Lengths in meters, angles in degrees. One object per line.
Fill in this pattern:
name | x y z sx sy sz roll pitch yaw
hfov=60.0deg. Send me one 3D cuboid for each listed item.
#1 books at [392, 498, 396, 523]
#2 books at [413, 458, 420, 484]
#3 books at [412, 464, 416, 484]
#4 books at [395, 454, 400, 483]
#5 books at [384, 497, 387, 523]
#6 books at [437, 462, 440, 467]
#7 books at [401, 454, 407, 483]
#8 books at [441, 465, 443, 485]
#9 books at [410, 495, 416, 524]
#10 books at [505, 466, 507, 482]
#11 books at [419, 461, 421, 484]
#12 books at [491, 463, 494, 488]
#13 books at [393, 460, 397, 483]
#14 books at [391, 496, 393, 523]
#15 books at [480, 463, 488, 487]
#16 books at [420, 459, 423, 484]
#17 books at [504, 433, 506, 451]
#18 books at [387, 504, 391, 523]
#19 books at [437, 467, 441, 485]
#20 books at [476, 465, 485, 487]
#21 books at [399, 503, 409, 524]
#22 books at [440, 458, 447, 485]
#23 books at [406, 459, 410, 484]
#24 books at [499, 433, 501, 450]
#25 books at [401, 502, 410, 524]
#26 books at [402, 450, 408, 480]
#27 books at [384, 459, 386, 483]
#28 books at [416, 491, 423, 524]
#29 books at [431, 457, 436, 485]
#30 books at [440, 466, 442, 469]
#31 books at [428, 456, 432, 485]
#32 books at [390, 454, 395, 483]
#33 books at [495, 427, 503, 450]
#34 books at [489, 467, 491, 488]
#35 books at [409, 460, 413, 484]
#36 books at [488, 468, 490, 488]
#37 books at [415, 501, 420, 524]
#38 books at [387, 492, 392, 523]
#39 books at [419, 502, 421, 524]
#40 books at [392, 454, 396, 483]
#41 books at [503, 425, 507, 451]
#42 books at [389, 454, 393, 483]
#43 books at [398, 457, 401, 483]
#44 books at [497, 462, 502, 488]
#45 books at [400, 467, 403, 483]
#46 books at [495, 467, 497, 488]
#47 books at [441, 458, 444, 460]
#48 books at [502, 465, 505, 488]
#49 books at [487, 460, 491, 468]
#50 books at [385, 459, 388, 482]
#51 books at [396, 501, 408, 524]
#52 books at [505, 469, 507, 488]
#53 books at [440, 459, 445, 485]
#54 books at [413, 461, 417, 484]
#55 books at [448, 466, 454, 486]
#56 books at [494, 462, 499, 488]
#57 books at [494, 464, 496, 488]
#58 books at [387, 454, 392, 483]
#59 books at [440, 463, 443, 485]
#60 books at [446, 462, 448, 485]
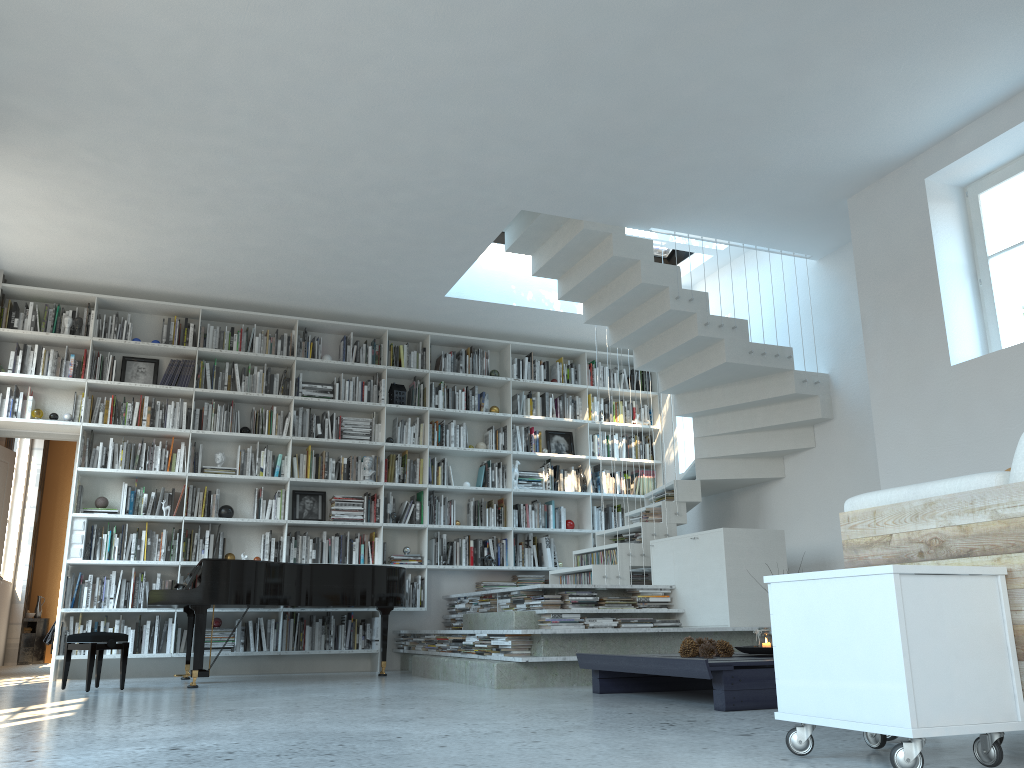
books | -1.112 1.195 8.228 0.035 0.247 0.141 5 -16 -21
books | -0.911 0.848 8.392 0.032 0.265 0.143 5 -16 -21
books | -0.951 0.870 8.353 0.034 0.203 0.181 5 -16 -21
books | -1.087 0.816 8.320 0.019 0.293 0.164 5 -16 -21
books | -1.188 1.184 8.194 0.028 0.252 0.143 5 -16 -21
books | -0.713 0.879 8.467 0.008 0.242 0.169 5 -16 -21
books | -1.022 0.819 8.331 0.019 0.292 0.182 5 -16 -21
books | -0.690 0.894 8.464 0.007 0.211 0.158 5 -16 -21
books | -0.930 1.193 8.299 0.013 0.285 0.139 5 -16 -21
books | -0.076 0.936 8.706 0.010 0.245 0.159 5 -16 -21
books | -0.899 0.863 8.409 0.019 0.247 0.149 5 -16 -21
books | -0.210 0.915 8.660 0.018 0.262 0.165 5 -16 -21
books | -1.104 0.845 8.309 0.015 0.231 0.180 5 -16 -21
books | -1.134 1.184 8.222 0.012 0.265 0.158 5 -16 -21
books | -0.272 0.910 8.640 0.021 0.263 0.174 5 -16 -21
books | -0.880 0.854 8.417 0.033 0.268 0.142 5 -16 -21
books | -0.094 0.599 8.790 0.012 0.205 0.170 5 -16 -21
books | -1.154 1.210 8.178 0.027 0.191 0.183 5 -16 -21
books | -0.715 0.895 8.432 0.017 0.191 0.192 5 -16 -21
books | -0.309 0.921 8.629 0.056 0.240 0.154 5 -16 -21
books | -1.026 1.217 8.233 0.089 0.209 0.176 5 -16 -21
books | -0.658 0.863 8.495 0.013 0.286 0.159 5 -16 -21
books | -1.002 0.847 8.357 0.033 0.252 0.175 5 -16 -21
books | -0.146 0.598 8.777 0.013 0.201 0.174 5 -16 -21
books | -1.019 1.216 8.259 0.095 0.225 0.144 5 -16 -21
books | -1.018 0.803 8.358 0.021 0.336 0.169 5 -16 -21
books | -1.205 0.834 8.285 0.014 0.243 0.145 5 -16 -21
books | -0.866 1.176 8.316 0.014 0.324 0.183 5 -16 -21
books | -0.756 0.850 8.430 0.013 0.278 0.192 5 -16 -21
books | -0.703 0.896 8.467 0.014 0.208 0.157 5 -16 -21
books | -0.803 0.846 8.429 0.035 0.287 0.192 5 -16 -21
books | -1.132 0.812 8.299 0.035 0.292 0.145 5 -16 -21
books | -0.129 0.570 8.780 0.016 0.256 0.176 5 -16 -21
books | -0.241 0.933 8.640 0.013 0.218 0.187 5 -16 -21
books | -0.971 0.848 8.342 0.027 0.241 0.189 5 -16 -21
books | -0.250 0.936 8.635 0.006 0.209 0.188 5 -16 -21
books | -0.902 1.219 8.280 0.029 0.222 0.171 5 -16 -21
books | -1.142 1.161 8.214 0.013 0.306 0.141 5 -16 -21
books | -0.883 1.223 8.299 0.021 0.226 0.148 5 -16 -21
books | -1.126 0.817 8.318 0.035 0.292 0.145 5 -16 -21
books | -0.084 0.563 8.797 0.005 0.277 0.183 5 -16 -21
books | -1.150 0.814 8.308 0.035 0.292 0.145 5 -16 -21
books | -1.078 0.832 8.346 0.035 0.277 0.139 5 -16 -21
books | -0.138 0.913 8.675 0.012 0.273 0.184 5 -16 -21
books | -1.055 0.881 8.345 0.030 0.180 0.132 5 -16 -21
books | -0.179 0.935 8.660 0.012 0.224 0.178 5 -16 -21
books | -0.663 0.868 8.538 0.011 0.299 0.089 5 -16 -21
books | -0.105 0.928 8.690 0.011 0.252 0.169 5 -16 -21
books | -0.235 0.901 8.668 0.013 0.294 0.154 5 -16 -21
books | -1.195 0.836 8.301 0.013 0.246 0.177 5 -16 -21
books | -1.040 1.206 8.225 0.095 0.227 0.190 5 -16 -21
books | -0.095 0.953 8.704 0.023 0.211 0.164 5 -16 -21
books | -0.670 0.868 8.482 0.006 0.269 0.179 5 -16 -21
books | -0.935 0.860 8.384 0.028 0.239 0.146 5 -16 -21
books | -0.602 0.901 8.486 0.051 0.209 0.177 5 -16 -21
books | -0.167 0.916 8.687 0.032 0.274 0.155 5 -16 -21
books | -0.195 0.919 8.666 0.015 0.258 0.152 5 -16 -21
books | -1.157 0.811 8.294 0.035 0.292 0.145 5 -16 -21
books | -0.684 0.883 8.483 0.017 0.242 0.133 5 -16 -21
books | -0.640 0.883 8.506 0.007 0.253 0.161 5 -16 -21
